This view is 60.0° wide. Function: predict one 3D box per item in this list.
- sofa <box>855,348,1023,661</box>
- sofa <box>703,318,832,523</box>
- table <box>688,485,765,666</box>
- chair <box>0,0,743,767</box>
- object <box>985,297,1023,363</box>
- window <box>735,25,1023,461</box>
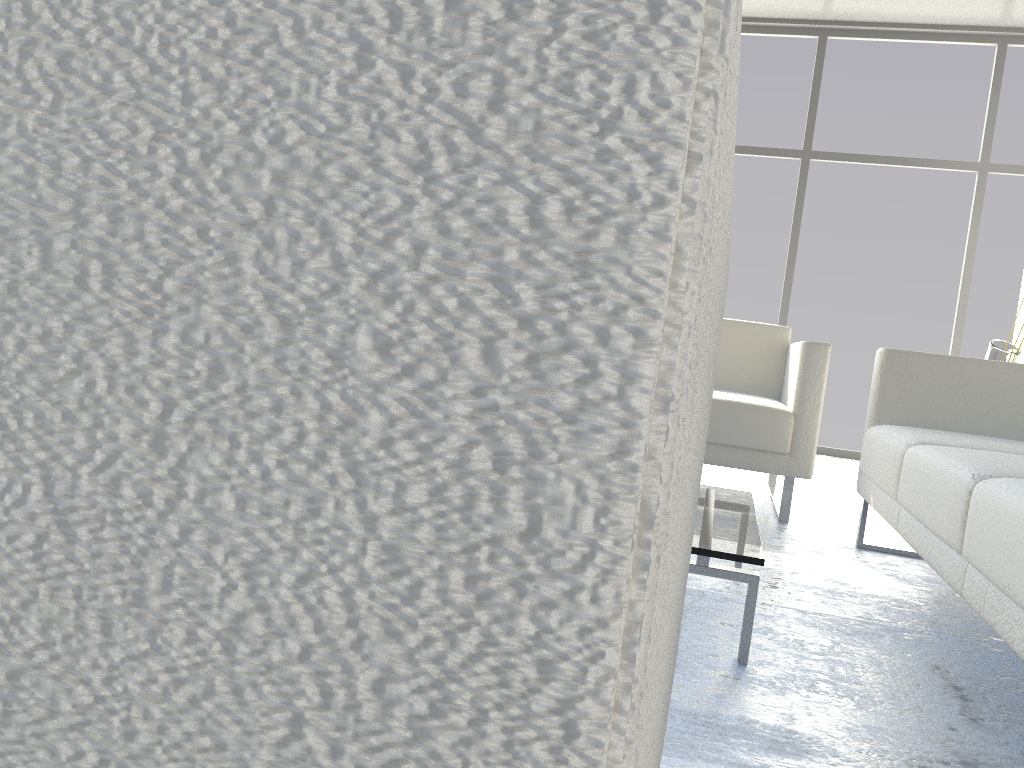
[{"bbox_3d":[1.216,0.230,1.659,0.821,0.658,1.881,8,4,13],"label":"sofa"},{"bbox_3d":[0.164,-0.006,3.411,1.881,0.658,0.821,8,4,13],"label":"sofa"},{"bbox_3d":[0.110,0.316,1.883,0.773,0.190,0.730,8,4,13],"label":"table"},{"bbox_3d":[-0.257,0.107,0.647,0.748,0.662,0.821,8,4,13],"label":"chair"},{"bbox_3d":[1.535,0.012,2.682,0.387,1.051,0.400,10,5,41],"label":"object"},{"bbox_3d":[1.698,-0.844,5.246,4.080,2.477,0.037,8,4,13],"label":"window"}]
